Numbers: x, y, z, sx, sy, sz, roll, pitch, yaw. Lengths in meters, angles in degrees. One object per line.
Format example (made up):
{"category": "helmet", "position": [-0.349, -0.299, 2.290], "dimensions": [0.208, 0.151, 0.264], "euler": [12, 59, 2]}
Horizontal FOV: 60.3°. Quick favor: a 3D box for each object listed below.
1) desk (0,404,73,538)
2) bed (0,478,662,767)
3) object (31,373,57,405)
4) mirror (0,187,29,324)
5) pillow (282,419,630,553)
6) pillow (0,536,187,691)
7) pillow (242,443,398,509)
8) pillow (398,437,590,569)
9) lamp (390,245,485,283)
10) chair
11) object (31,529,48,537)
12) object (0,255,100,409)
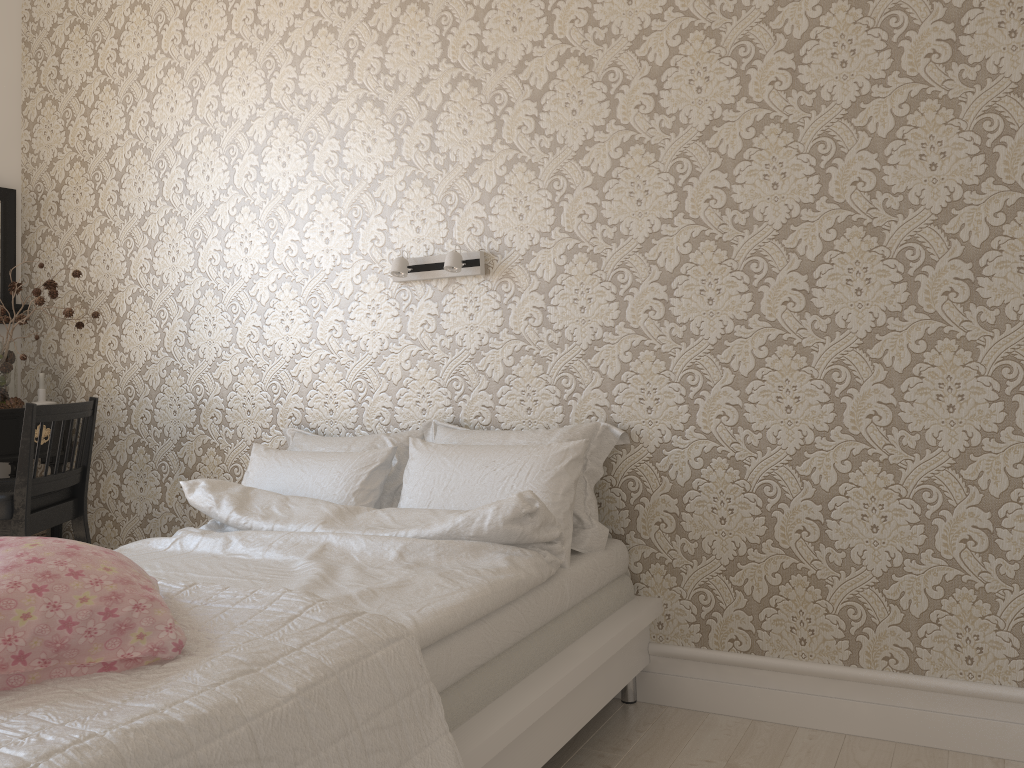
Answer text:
{"category": "desk", "position": [-2.130, 0.519, 3.112], "dimensions": [0.434, 0.828, 1.104], "euler": [-4, -1, 28]}
{"category": "bed", "position": [-0.700, 0.598, 1.808], "dimensions": [1.948, 0.635, 2.210], "euler": [-2, 1, 28]}
{"category": "object", "position": [-1.870, 0.023, 3.509], "dimensions": [0.105, 0.132, 0.104], "euler": [-1, -2, -27]}
{"category": "mirror", "position": [-2.337, -0.518, 3.261], "dimensions": [0.066, 0.575, 1.117], "euler": [-4, -1, 28]}
{"category": "pillow", "position": [-0.293, 0.291, 2.589], "dimensions": [1.250, 0.357, 0.310], "euler": [-1, -1, 28]}
{"category": "pillow", "position": [-0.727, 0.350, 1.396], "dimensions": [0.353, 0.203, 0.392], "euler": [-2, 0, -29]}
{"category": "pillow", "position": [-0.601, 0.337, 2.609], "dimensions": [0.559, 0.306, 0.203], "euler": [-2, -2, 28]}
{"category": "pillow", "position": [-0.073, 0.304, 2.333], "dimensions": [0.562, 0.310, 0.201], "euler": [-2, -2, 28]}
{"category": "lamp", "position": [-0.254, -0.374, 2.720], "dimensions": [0.324, 0.094, 0.115], "euler": [-2, 0, 28]}
{"category": "chair", "position": [-1.631, 0.489, 2.860], "dimensions": [0.457, 0.867, 0.454], "euler": [-2, -3, -2]}
{"category": "object", "position": [-1.987, 0.703, 3.364], "dimensions": [0.394, 0.435, 0.391], "euler": [-1, -2, -30]}
{"category": "object", "position": [-1.867, -0.193, 3.430], "dimensions": [0.542, 0.603, 0.315], "euler": [-2, -3, -1]}
